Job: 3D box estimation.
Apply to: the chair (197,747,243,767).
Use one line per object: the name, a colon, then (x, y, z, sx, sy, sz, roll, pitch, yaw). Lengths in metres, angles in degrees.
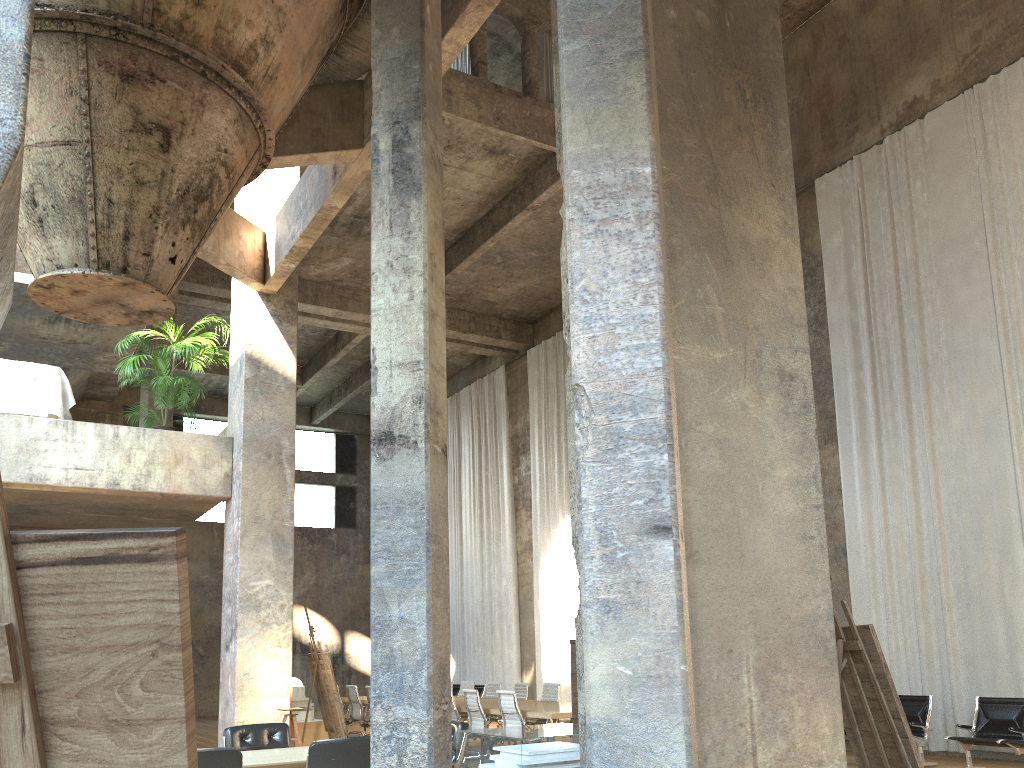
chair: (-2.242, 2.913, 5.968, 0.733, 0.869, 0.840, 6, -16, -29)

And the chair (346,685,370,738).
chair: (-2.589, 5.844, 15.556, 0.702, 0.998, 0.681, 5, -14, -27)

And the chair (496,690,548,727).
chair: (0.164, 4.363, 11.049, 0.701, 0.998, 0.681, 4, -14, -25)

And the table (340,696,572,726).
table: (-0.791, 5.435, 13.980, 1.611, 0.738, 7.889, 8, -19, -29)

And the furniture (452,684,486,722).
furniture: (-1.348, 7.524, 20.762, 0.712, 0.819, 1.914, 6, -18, -30)

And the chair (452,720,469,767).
chair: (-0.843, 3.397, 7.644, 0.827, 0.869, 0.745, 8, -16, -34)

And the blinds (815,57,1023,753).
blinds: (6.808, -0.128, 9.856, 0.276, 8.418, 8.007, 4, -15, -29)

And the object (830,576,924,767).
object: (1.824, 1.769, 4.606, 0.684, 2.091, 0.719, -1, -11, -5)

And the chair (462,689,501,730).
chair: (-0.305, 4.599, 11.762, 0.701, 0.998, 0.682, 4, -14, -22)

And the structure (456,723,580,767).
structure: (0.194, 2.454, 4.910, 0.747, 0.988, 0.751, 6, -15, -30)

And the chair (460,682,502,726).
chair: (-0.507, 5.554, 14.810, 0.701, 0.998, 0.681, 4, -14, -25)

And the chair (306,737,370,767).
chair: (-1.280, 3.062, 6.530, 0.732, 0.869, 0.842, 4, -15, -23)

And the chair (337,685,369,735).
chair: (-3.069, 6.108, 16.360, 0.701, 0.998, 0.681, 4, -14, -25)

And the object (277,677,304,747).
object: (-2.393, 3.702, 9.114, 0.574, 1.263, 0.672, 5, -14, -30)

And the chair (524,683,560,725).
chair: (0.397, 5.060, 13.304, 0.701, 0.998, 0.681, 4, -14, -25)

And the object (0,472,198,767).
object: (-0.607, 0.617, 0.696, 0.702, 2.091, 0.702, -1, -11, -2)

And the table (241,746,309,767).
table: (-2.184, 3.284, 6.854, 2.426, 0.681, 1.129, 8, -18, -30)

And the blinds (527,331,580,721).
blinds: (2.416, 2.273, 17.172, 0.276, 8.418, 8.007, 4, -15, -29)

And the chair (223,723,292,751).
chair: (-2.121, 3.460, 7.733, 0.736, 0.869, 0.837, 8, -17, -36)

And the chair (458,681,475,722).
chair: (-0.991, 5.811, 15.593, 0.703, 0.998, 0.680, 6, -15, -31)

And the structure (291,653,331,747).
structure: (-2.669, 4.134, 10.912, 0.597, 1.507, 0.759, 5, -13, -30)

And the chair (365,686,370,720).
chair: (-2.121, 5.589, 14.781, 0.701, 0.998, 0.681, 4, -14, -25)

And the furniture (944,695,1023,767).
furniture: (5.617, 3.750, 9.270, 0.712, 0.819, 1.914, 6, -18, -30)

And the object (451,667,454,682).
object: (-1.436, 6.673, 18.732, 0.571, 1.263, 0.676, -2, -12, 2)

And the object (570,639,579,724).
object: (0.773, 2.279, 6.151, 0.702, 2.091, 0.702, -2, -11, 1)

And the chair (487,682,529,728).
chair: (-0.062, 5.309, 14.063, 0.701, 0.998, 0.682, 4, -14, -22)

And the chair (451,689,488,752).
chair: (-0.748, 4.835, 12.483, 0.703, 0.998, 0.680, 6, -15, -31)

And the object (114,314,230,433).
object: (-4.176, -0.067, 10.880, 1.406, 1.761, 1.389, 4, -14, -24)

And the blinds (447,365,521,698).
blinds: (-1.990, 4.682, 24.510, 0.276, 8.418, 8.001, 5, -15, -31)

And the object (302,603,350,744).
object: (-2.205, 3.628, 10.214, 0.688, 2.091, 0.716, 5, -13, -31)

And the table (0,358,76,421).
table: (-5.887, 0.181, 9.883, 1.761, 0.780, 1.140, 8, -18, -30)

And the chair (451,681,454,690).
chair: (-1.426, 6.049, 16.318, 0.701, 0.998, 0.682, 4, -14, -22)

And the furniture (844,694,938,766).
furniture: (4.403, 4.414, 11.291, 0.712, 0.819, 1.914, 6, -18, -30)

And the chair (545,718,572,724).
chair: (0.865, 4.805, 12.528, 0.702, 0.998, 0.681, 5, -14, -27)
